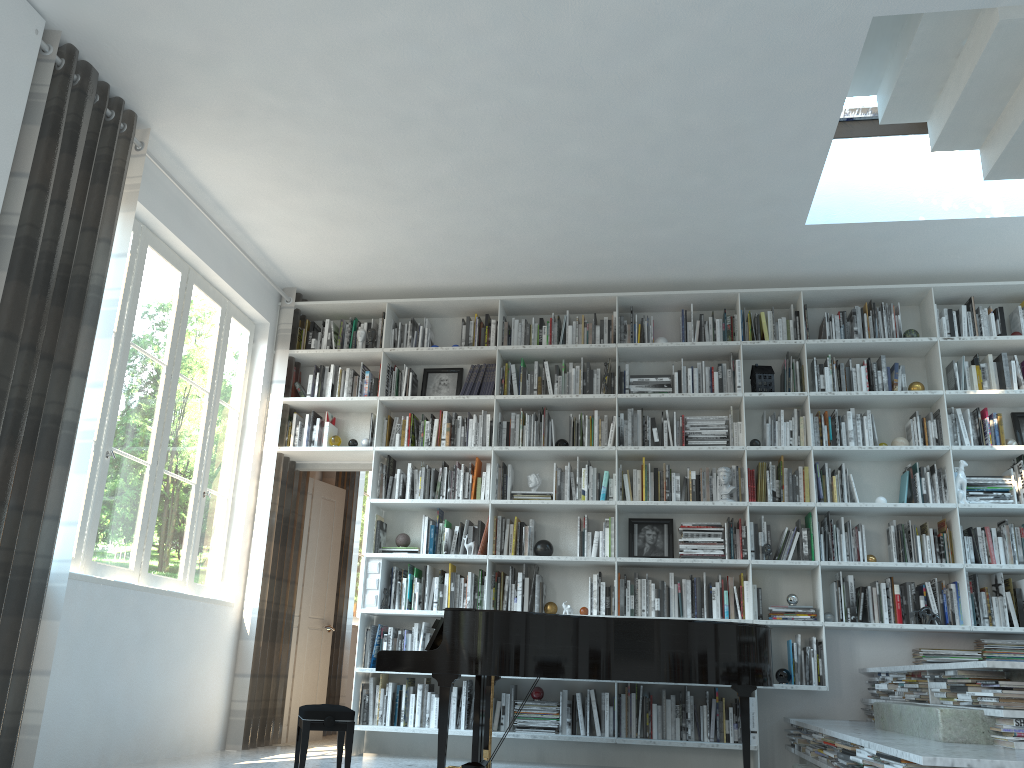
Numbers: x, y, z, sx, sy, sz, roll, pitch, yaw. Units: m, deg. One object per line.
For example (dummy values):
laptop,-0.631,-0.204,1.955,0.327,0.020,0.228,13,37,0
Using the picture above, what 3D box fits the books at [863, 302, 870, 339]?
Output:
books,2.438,-0.385,6.117,0.006,0.311,0.179,-1,-18,9

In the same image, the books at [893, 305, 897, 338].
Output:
books,2.606,-0.374,6.076,0.008,0.277,0.181,-1,-18,9

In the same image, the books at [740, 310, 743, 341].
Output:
books,1.612,-0.360,6.239,0.008,0.277,0.171,-1,-18,9

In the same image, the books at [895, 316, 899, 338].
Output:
books,2.619,-0.340,6.077,0.018,0.213,0.158,-1,-18,9

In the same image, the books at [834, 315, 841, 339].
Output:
books,2.241,-0.340,6.141,0.028,0.225,0.164,-1,-18,9

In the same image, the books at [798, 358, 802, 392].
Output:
books,1.973,-0.017,6.091,0.005,0.291,0.131,-1,-18,9

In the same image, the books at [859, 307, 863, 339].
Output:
books,2.399,-0.370,6.139,0.017,0.294,0.139,-1,-18,9

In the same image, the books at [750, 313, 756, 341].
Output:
books,1.690,-0.352,6.226,0.034,0.260,0.158,-1,-18,9

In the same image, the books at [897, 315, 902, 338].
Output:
books,2.633,-0.340,6.065,0.014,0.208,0.188,-1,-18,9

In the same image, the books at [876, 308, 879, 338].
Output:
books,2.501,-0.368,6.111,0.012,0.279,0.144,-1,-18,9

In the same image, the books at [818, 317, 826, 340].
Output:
books,2.138,-0.333,6.139,0.046,0.205,0.184,-1,-18,9

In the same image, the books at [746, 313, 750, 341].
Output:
books,1.654,-0.347,6.213,0.007,0.238,0.192,-1,-18,9

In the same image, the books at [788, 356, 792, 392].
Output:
books,1.901,-0.024,6.074,0.021,0.287,0.180,-1,-18,9

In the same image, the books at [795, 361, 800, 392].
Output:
books,1.943,-0.007,6.056,0.013,0.247,0.187,-1,-18,9

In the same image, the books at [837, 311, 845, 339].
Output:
books,2.270,-0.354,6.140,0.030,0.254,0.161,-1,-18,9

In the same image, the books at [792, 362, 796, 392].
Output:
books,1.923,-0.006,6.074,0.005,0.254,0.159,-1,-18,9

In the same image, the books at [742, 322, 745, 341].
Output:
books,1.625,-0.318,6.247,0.016,0.203,0.144,-1,-18,9

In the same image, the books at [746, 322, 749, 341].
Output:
books,1.646,-0.316,6.231,0.015,0.192,0.160,-1,-18,9

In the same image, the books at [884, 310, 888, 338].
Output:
books,2.552,-0.360,6.093,0.014,0.257,0.150,-1,-18,9

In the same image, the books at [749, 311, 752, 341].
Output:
books,1.672,-0.357,6.241,0.007,0.278,0.150,-1,-18,9

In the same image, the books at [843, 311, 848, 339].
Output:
books,2.296,-0.354,6.138,0.021,0.255,0.169,-1,-18,9

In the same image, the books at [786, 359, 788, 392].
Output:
books,1.878,-0.014,6.081,0.022,0.271,0.182,-1,-18,9

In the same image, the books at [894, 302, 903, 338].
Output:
books,2.645,-0.386,6.079,0.006,0.305,0.164,-1,-18,9

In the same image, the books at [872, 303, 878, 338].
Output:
books,2.478,-0.385,6.091,0.015,0.298,0.184,-1,-18,9

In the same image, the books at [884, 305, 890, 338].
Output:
books,2.568,-0.378,6.102,0.019,0.298,0.137,-1,-18,9

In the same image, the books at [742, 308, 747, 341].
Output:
books,1.636,-0.368,6.242,0.007,0.297,0.181,-1,-18,9

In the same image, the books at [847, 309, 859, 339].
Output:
books,2.347,-0.363,6.108,0.028,0.257,0.185,-1,-18,9

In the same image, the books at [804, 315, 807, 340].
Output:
books,2.019,-0.342,6.166,0.033,0.228,0.176,-1,-18,9

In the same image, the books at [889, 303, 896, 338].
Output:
books,2.597,-0.381,6.086,0.013,0.296,0.189,-1,-18,9

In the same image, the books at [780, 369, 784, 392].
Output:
books,1.856,0.020,6.094,0.019,0.213,0.156,-1,-18,9

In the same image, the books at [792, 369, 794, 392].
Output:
books,1.915,0.019,6.078,0.013,0.210,0.140,-1,-18,9

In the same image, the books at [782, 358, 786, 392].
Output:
books,1.860,-0.018,6.071,0.021,0.271,0.191,-1,-18,9

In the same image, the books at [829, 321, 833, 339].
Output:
books,2.199,-0.319,6.140,0.009,0.182,0.160,-1,-18,9

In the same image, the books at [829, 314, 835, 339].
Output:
books,2.209,-0.345,6.134,0.013,0.228,0.174,-1,-18,9

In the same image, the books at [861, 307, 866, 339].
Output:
books,2.415,-0.367,6.130,0.007,0.284,0.160,-1,-18,9

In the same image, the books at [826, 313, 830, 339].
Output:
books,2.178,-0.348,6.153,0.011,0.243,0.173,-1,-18,9

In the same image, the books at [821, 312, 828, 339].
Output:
books,2.167,-0.350,6.147,0.009,0.243,0.174,-1,-18,9

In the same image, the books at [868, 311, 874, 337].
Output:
books,2.461,-0.356,6.103,0.008,0.250,0.170,-1,-18,9

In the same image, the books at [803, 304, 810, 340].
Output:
books,2.040,-0.380,6.166,0.019,0.303,0.176,-1,-18,9

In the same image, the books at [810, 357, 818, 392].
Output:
books,2.064,-0.020,6.057,0.012,0.284,0.160,-1,-18,9

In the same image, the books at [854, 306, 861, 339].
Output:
books,2.377,-0.373,6.131,0.024,0.291,0.168,-1,-18,9

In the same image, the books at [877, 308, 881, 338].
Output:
books,2.511,-0.366,6.105,0.008,0.274,0.163,-1,-18,9

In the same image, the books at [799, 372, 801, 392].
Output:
books,1.963,0.030,6.090,0.015,0.200,0.130,-1,-18,9

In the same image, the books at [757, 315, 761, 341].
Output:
books,1.720,-0.342,6.208,0.015,0.233,0.171,-1,-18,9

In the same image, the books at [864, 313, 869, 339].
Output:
books,2.424,-0.348,6.102,0.018,0.230,0.160,-1,-18,9

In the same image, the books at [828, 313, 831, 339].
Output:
books,2.191,-0.350,6.162,0.012,0.254,0.134,-1,-18,9

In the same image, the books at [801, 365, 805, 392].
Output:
books,1.973,0.009,6.046,0.008,0.213,0.224,-1,-18,9

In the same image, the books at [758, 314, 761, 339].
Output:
books,1.737,-0.346,6.244,0.007,0.263,0.133,-1,-18,9

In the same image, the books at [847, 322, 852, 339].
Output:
books,2.323,-0.318,6.141,0.031,0.190,0.133,-1,-18,9

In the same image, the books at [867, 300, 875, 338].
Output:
books,2.470,-0.394,6.113,0.007,0.328,0.184,-1,-18,9

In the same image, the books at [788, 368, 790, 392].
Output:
books,1.892,0.017,6.085,0.024,0.216,0.169,-1,-18,9

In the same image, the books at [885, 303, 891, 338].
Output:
books,2.585,-0.383,6.119,0.008,0.320,0.134,-1,-18,9

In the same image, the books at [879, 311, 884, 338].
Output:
books,2.526,-0.356,6.099,0.024,0.251,0.150,-1,-18,9

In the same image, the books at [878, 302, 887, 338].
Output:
books,2.541,-0.385,6.096,0.008,0.306,0.183,-1,-18,9

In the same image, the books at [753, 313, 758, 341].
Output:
books,1.712,-0.350,6.231,0.008,0.261,0.142,-1,-18,9

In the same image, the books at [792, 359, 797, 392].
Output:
books,1.937,-0.013,6.104,0.013,0.288,0.132,-1,-18,9

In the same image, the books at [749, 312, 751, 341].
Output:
books,1.663,-0.352,6.229,0.006,0.259,0.166,-1,-18,9

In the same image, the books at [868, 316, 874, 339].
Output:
books,2.445,-0.337,6.084,0.018,0.200,0.189,-1,-18,9

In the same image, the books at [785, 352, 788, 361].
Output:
books,1.890,-0.041,6.104,0.025,0.338,0.143,-1,-18,9
